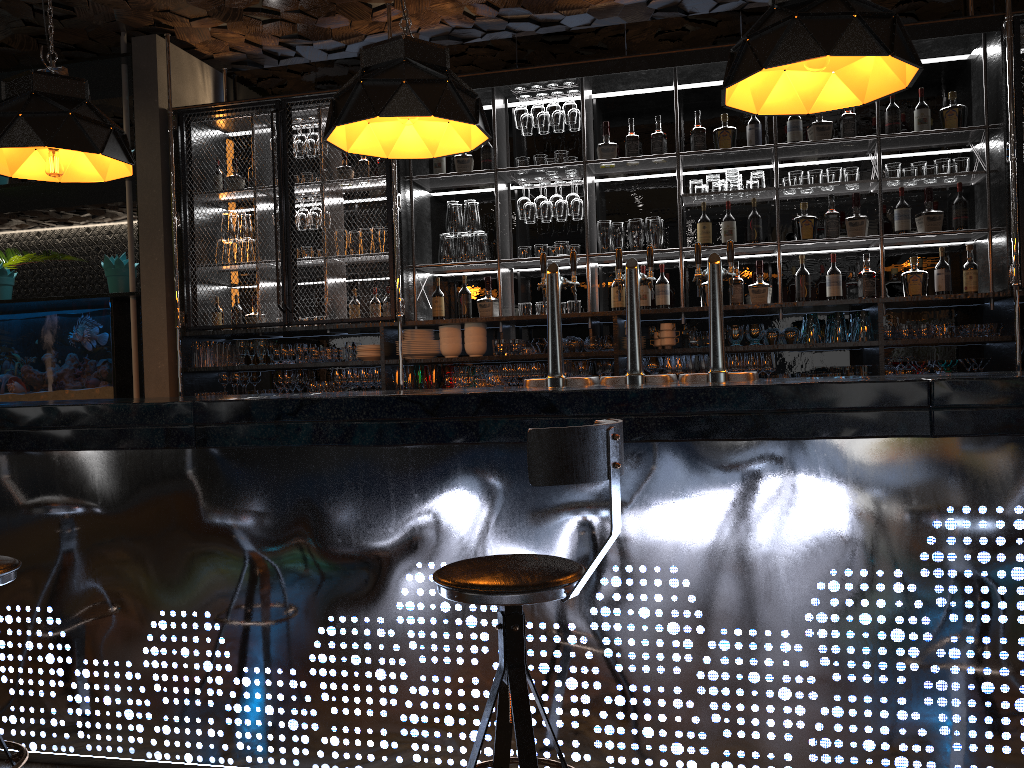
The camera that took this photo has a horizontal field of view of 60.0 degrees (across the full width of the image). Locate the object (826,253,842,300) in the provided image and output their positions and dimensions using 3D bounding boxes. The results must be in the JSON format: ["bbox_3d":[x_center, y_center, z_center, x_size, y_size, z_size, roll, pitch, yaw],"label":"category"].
[{"bbox_3d":[1.918,-0.629,5.283,0.086,0.298,0.086,-2,1,-28],"label":"object"}]

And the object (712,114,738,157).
[{"bbox_3d":[1.299,-1.518,5.406,0.151,0.248,0.094,-2,1,17],"label":"object"}]

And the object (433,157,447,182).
[{"bbox_3d":[-0.478,-1.489,5.857,0.086,0.298,0.086,-2,1,-28],"label":"object"}]

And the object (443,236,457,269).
[{"bbox_3d":[-0.416,-0.877,5.931,0.105,0.209,0.105,-2,1,-32],"label":"object"}]

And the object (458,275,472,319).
[{"bbox_3d":[-0.307,-0.559,5.774,0.086,0.297,0.086,-2,1,-43],"label":"object"}]

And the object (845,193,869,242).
[{"bbox_3d":[2.033,-0.985,5.228,0.123,0.279,0.123,-2,1,27],"label":"object"}]

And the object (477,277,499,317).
[{"bbox_3d":[-0.151,-0.554,5.750,0.123,0.279,0.123,-2,1,27],"label":"object"}]

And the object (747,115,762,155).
[{"bbox_3d":[1.468,-1.549,5.380,0.086,0.298,0.086,-2,1,-28],"label":"object"}]

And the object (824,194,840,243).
[{"bbox_3d":[1.902,-0.984,5.273,0.083,0.282,0.083,-2,1,13],"label":"object"}]

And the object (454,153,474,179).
[{"bbox_3d":[-0.314,-1.483,5.772,0.123,0.279,0.123,-2,1,2],"label":"object"}]

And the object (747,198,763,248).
[{"bbox_3d":[1.471,-0.978,5.378,0.086,0.297,0.086,-2,1,-28],"label":"object"}]

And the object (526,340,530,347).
[{"bbox_3d":[0.072,-0.233,5.787,0.089,0.100,0.100,-2,1,7],"label":"object"}]

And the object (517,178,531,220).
[{"bbox_3d":[0.075,-1.168,5.606,0.092,0.244,0.092,-2,1,-26],"label":"object"}]

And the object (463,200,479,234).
[{"bbox_3d":[-0.268,-1.090,5.781,0.105,0.209,0.105,-2,1,-32],"label":"object"}]

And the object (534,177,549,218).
[{"bbox_3d":[0.182,-1.172,5.581,0.092,0.244,0.092,-2,1,-26],"label":"object"}]

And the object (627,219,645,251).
[{"bbox_3d":[0.771,-0.914,5.505,0.105,0.209,0.105,-2,1,-32],"label":"object"}]

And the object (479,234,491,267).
[{"bbox_3d":[-0.195,-0.884,5.861,0.105,0.209,0.105,-2,1,-32],"label":"object"}]

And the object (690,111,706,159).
[{"bbox_3d":[1.142,-1.531,5.443,0.083,0.282,0.083,-2,1,-2],"label":"object"}]

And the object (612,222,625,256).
[{"bbox_3d":[0.667,-0.911,5.619,0.105,0.209,0.105,-2,1,-32],"label":"object"}]

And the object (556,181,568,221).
[{"bbox_3d":[0.316,-1.178,5.719,0.092,0.244,0.092,-2,1,-26],"label":"object"}]

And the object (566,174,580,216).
[{"bbox_3d":[0.379,-1.178,5.535,0.092,0.244,0.092,-2,1,-26],"label":"object"}]

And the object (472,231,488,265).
[{"bbox_3d":[-0.207,-0.883,5.750,0.105,0.209,0.105,-2,1,-32],"label":"object"}]

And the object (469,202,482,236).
[{"bbox_3d":[-0.252,-1.091,5.871,0.105,0.209,0.105,-2,1,-32],"label":"object"}]

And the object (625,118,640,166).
[{"bbox_3d":[0.749,-1.512,5.536,0.083,0.282,0.083,-2,1,-2],"label":"object"}]

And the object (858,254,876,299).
[{"bbox_3d":[2.094,-0.626,5.234,0.083,0.282,0.083,-2,1,-2],"label":"object"}]

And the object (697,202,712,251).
[{"bbox_3d":[1.182,-0.969,5.449,0.086,0.299,0.086,-2,1,-28],"label":"object"}]

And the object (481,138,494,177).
[{"bbox_3d":[-0.159,-1.499,5.753,0.086,0.299,0.086,-2,1,-28],"label":"object"}]

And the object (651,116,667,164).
[{"bbox_3d":[0.910,-1.517,5.498,0.083,0.282,0.083,-2,1,28],"label":"object"}]

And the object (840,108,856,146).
[{"bbox_3d":[1.987,-1.558,5.244,0.083,0.282,0.083,-2,1,13],"label":"object"}]

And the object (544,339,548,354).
[{"bbox_3d":[0.207,-0.238,5.694,0.109,0.100,0.109,-2,1,-4],"label":"object"}]

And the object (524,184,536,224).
[{"bbox_3d":[0.113,-1.171,5.767,0.092,0.244,0.092,-2,1,-26],"label":"object"}]

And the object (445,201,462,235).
[{"bbox_3d":[-0.384,-1.086,5.799,0.105,0.209,0.105,-2,1,-32],"label":"object"}]

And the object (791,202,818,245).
[{"bbox_3d":[1.752,-0.961,5.308,0.151,0.248,0.094,-2,1,2],"label":"object"}]

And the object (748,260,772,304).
[{"bbox_3d":[1.500,-0.605,5.360,0.123,0.279,0.123,-2,1,27],"label":"object"}]

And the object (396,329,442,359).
[{"bbox_3d":[-0.606,-0.259,5.779,0.306,0.195,0.300,-2,1,15],"label":"object"}]

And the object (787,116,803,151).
[{"bbox_3d":[1.695,-1.557,5.320,0.086,0.298,0.086,-2,1,-28],"label":"object"}]

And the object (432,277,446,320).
[{"bbox_3d":[-0.486,-0.553,5.849,0.086,0.299,0.086,-2,1,-28],"label":"object"}]

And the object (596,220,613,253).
[{"bbox_3d":[0.579,-0.907,5.522,0.105,0.209,0.105,-2,1,-32],"label":"object"}]

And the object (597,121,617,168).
[{"bbox_3d":[0.596,-1.505,5.573,0.123,0.279,0.123,-2,1,2],"label":"object"}]

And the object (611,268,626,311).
[{"bbox_3d":[0.668,-0.589,5.577,0.086,0.299,0.086,-2,1,-28],"label":"object"}]

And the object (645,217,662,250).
[{"bbox_3d":[0.871,-0.917,5.456,0.105,0.209,0.105,-2,1,-32],"label":"object"}]

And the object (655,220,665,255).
[{"bbox_3d":[0.907,-0.919,5.559,0.105,0.209,0.105,-2,1,-32],"label":"object"}]

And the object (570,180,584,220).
[{"bbox_3d":[0.417,-1.181,5.695,0.092,0.244,0.092,-2,1,-26],"label":"object"}]

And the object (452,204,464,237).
[{"bbox_3d":[-0.363,-1.088,5.909,0.105,0.209,0.105,-2,1,-32],"label":"object"}]

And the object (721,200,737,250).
[{"bbox_3d":[1.330,-0.975,5.440,0.086,0.298,0.086,-2,1,-28],"label":"object"}]

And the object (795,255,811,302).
[{"bbox_3d":[1.734,-0.623,5.293,0.086,0.297,0.086,-2,1,-43],"label":"object"}]

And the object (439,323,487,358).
[{"bbox_3d":[-0.313,-0.278,5.675,0.309,0.216,0.149,-2,1,11],"label":"object"}]

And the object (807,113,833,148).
[{"bbox_3d":[1.828,-1.550,5.267,0.123,0.279,0.123,-2,1,2],"label":"object"}]

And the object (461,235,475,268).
[{"bbox_3d":[-0.299,-0.881,5.896,0.105,0.209,0.105,-2,1,-32],"label":"object"}]

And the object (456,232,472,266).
[{"bbox_3d":[-0.317,-0.880,5.788,0.105,0.209,0.105,-2,1,-32],"label":"object"}]

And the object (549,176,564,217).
[{"bbox_3d":[0.279,-1.175,5.558,0.092,0.244,0.092,-2,1,-26],"label":"object"}]

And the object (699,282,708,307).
[{"bbox_3d":[1.219,-0.581,5.440,0.151,0.248,0.094,-2,1,2],"label":"object"}]

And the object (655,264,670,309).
[{"bbox_3d":[0.936,-0.598,5.515,0.086,0.298,0.086,-2,1,-28],"label":"object"}]

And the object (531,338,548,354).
[{"bbox_3d":[0.171,-0.235,5.540,0.109,0.100,0.109,-2,1,-4],"label":"object"}]

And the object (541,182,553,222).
[{"bbox_3d":[0.220,-1.175,5.742,0.092,0.244,0.092,-2,1,-26],"label":"object"}]

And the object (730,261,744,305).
[{"bbox_3d":[1.368,-0.604,5.405,0.083,0.282,0.083,-2,1,13],"label":"object"}]

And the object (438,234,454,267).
[{"bbox_3d":[-0.432,-0.876,5.815,0.105,0.209,0.105,-2,1,-32],"label":"object"}]

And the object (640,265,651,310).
[{"bbox_3d":[0.826,-0.595,5.565,0.086,0.298,0.086,-2,1,-28],"label":"object"}]

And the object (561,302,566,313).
[{"bbox_3d":[0.305,-0.475,5.681,0.089,0.092,0.089,-2,1,24],"label":"object"}]
